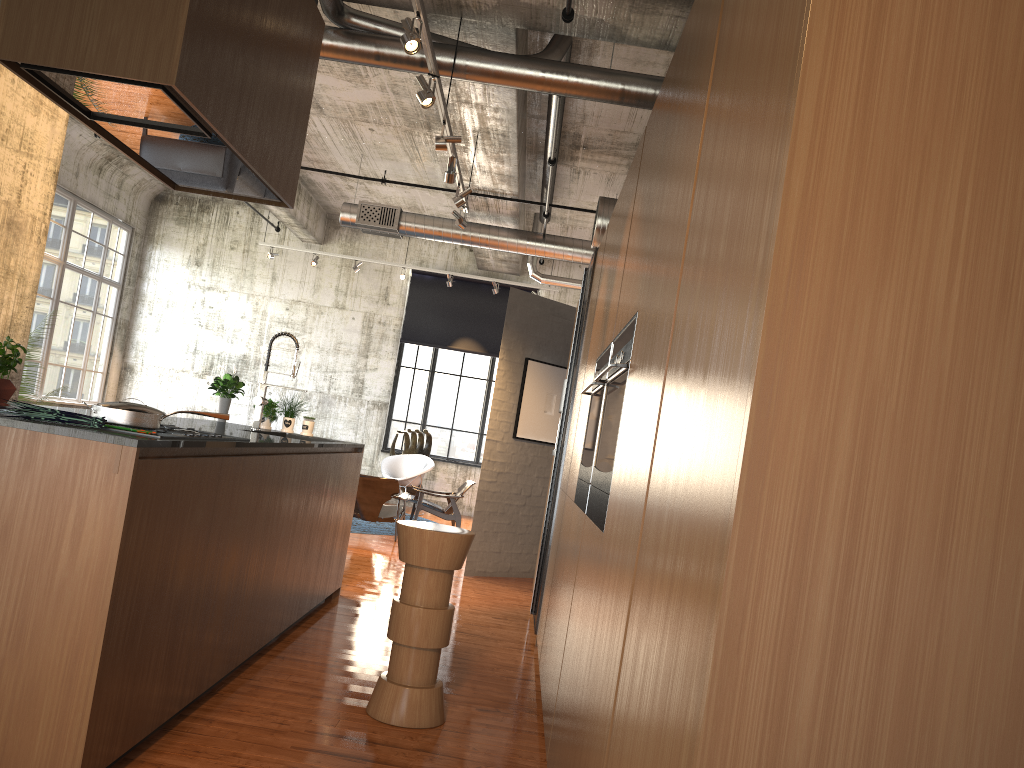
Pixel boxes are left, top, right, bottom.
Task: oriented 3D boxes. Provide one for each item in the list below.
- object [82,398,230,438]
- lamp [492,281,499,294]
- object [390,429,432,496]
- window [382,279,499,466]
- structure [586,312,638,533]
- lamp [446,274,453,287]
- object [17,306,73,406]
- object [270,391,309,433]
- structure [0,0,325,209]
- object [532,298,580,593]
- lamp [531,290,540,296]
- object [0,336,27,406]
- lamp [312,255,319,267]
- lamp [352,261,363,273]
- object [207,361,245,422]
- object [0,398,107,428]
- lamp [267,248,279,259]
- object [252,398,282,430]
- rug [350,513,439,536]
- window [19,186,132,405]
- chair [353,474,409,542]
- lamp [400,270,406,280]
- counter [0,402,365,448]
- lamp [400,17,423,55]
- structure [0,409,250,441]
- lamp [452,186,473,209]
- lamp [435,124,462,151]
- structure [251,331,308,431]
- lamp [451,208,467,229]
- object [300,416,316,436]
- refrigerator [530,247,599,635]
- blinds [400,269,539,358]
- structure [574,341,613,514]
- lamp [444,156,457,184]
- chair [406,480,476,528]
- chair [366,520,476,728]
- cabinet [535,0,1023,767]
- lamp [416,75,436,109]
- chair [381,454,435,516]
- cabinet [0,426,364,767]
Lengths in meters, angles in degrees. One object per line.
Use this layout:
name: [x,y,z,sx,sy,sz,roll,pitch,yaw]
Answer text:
object: [-1.426,0.147,3.735,0.330,0.120,0.732,6,-5,36]
lamp: [-0.297,-1.705,15.852,0.165,0.251,0.102,12,-3,-44]
object: [-1.901,1.440,16.331,0.727,1.294,0.457,9,-2,13]
window: [-0.974,-0.194,16.949,2.579,3.431,0.050,9,-2,1]
structure: [0.366,0.159,3.560,0.079,0.793,0.861,9,-3,1]
lamp: [-1.113,-1.835,15.863,0.102,0.251,0.165,8,-3,26]
object: [-4.766,0.217,7.980,1.885,2.061,1.517,8,-3,24]
object: [-1.802,0.211,7.265,0.305,0.381,0.363,7,-4,35]
structure: [-1.418,-1.601,3.965,0.663,1.124,1.631,9,-3,1]
object: [0.858,0.668,8.633,0.859,3.041,0.912,9,-2,1]
lamp: [0.441,-1.579,15.890,0.225,0.215,0.103,6,-4,42]
object: [-2.283,-0.063,3.971,0.178,0.311,0.173,9,-3,7]
lamp: [-3.552,-2.214,15.969,0.102,0.228,0.199,9,-3,11]
lamp: [-2.788,-2.097,15.924,0.182,0.240,0.102,9,-2,-4]
object: [-2.335,0.065,7.249,0.268,0.501,0.305,7,-4,43]
object: [-1.696,0.104,3.240,0.393,0.067,0.184,13,-5,-43]
lamp: [-4.322,-2.340,15.967,0.102,0.211,0.261,7,-4,36]
object: [-2.011,0.242,7.288,0.236,0.257,0.232,7,-4,39]
rug: [-3.392,1.858,13.498,4.862,0.009,4.838,13,-5,-42]
window: [-7.417,-1.403,14.433,0.050,3.430,4.290,9,-3,1]
chair: [-1.835,1.577,11.658,0.875,0.792,1.045,9,-3,2]
lamp: [-1.956,-1.962,15.931,0.102,0.211,0.261,9,-3,-4]
counter: [-1.875,0.334,5.200,1.245,0.174,4.370,9,-4,1]
lamp: [-0.588,-2.028,5.176,0.102,0.251,0.165,11,-4,-44]
structure: [-1.649,0.184,3.908,0.678,0.019,1.099,9,-4,1]
lamp: [-0.492,-1.778,8.468,0.198,0.228,0.102,9,-2,11]
lamp: [-0.520,-1.897,6.854,0.260,0.211,0.102,9,-2,-4]
structure: [-1.677,-0.010,6.515,0.360,0.748,0.168,9,-2,1]
lamp: [-0.535,-1.733,9.244,0.102,0.211,0.261,8,-4,31]
object: [-1.665,0.344,7.236,0.107,0.158,0.107,7,-3,36]
refrigerator: [0.960,0.606,7.418,1.211,3.046,1.519,9,-2,1]
blinds: [-0.802,-1.315,16.815,2.443,1.462,0.151,9,-2,1]
structure: [0.376,0.224,4.458,0.079,0.793,0.861,9,-3,1]
lamp: [-0.531,-1.841,7.696,0.102,0.240,0.183,9,-3,-4]
chair: [-1.132,1.836,13.754,1.044,0.792,0.875,10,-3,-9]
chair: [-0.465,1.211,4.540,0.410,0.961,0.410,8,-3,31]
cabinet: [0.807,0.337,3.998,0.859,3.040,5.351,9,-3,1]
lamp: [-0.581,-1.970,6.002,0.165,0.251,0.102,8,-3,26]
chair: [-1.870,1.707,15.347,1.055,1.029,0.809,7,-4,40]
cabinet: [-1.964,0.887,5.180,1.245,1.242,4.368,9,-4,1]
